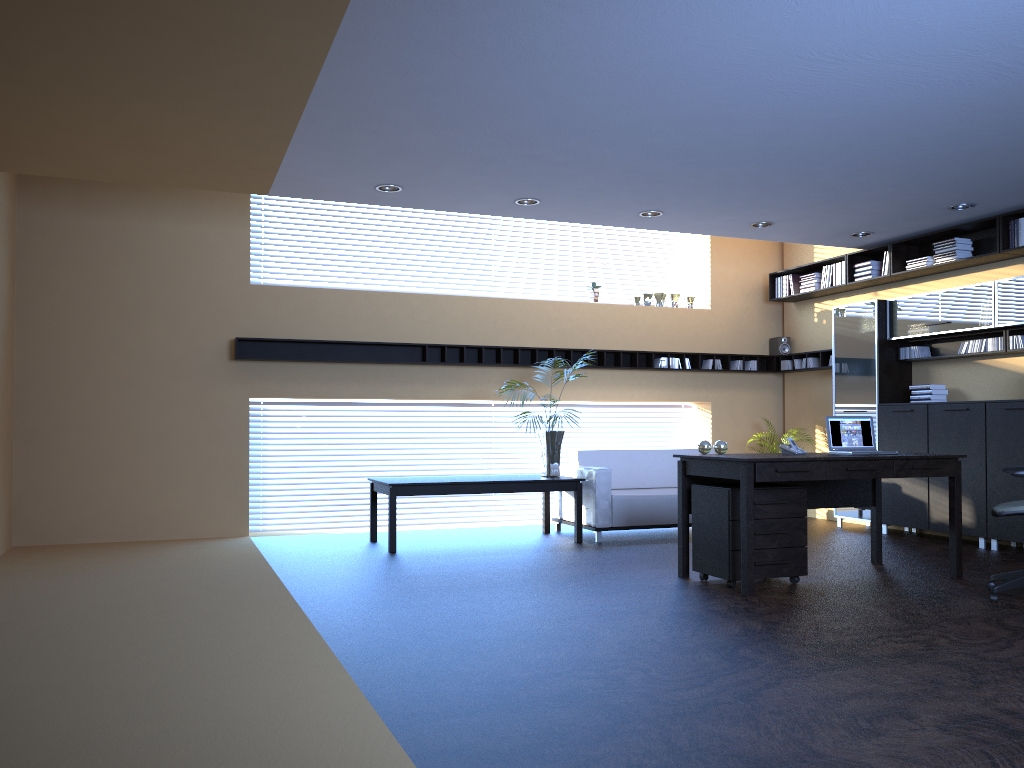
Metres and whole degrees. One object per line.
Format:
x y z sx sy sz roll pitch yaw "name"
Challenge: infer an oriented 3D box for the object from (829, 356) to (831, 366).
3.696 -0.263 10.150 0.142 0.118 0.040 1 -2 -21 "object"

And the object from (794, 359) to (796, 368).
3.480 -0.237 10.710 0.142 0.120 0.030 1 -2 -21 "object"

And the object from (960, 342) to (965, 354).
4.349 -0.342 8.459 0.142 0.112 0.059 1 -2 -21 "object"

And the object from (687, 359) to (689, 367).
2.076 -0.239 10.635 0.026 0.117 0.140 0 -2 -22 "object"

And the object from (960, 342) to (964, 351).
4.350 -0.341 8.471 0.142 0.112 0.059 1 -2 -21 "object"

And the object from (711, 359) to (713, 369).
2.388 -0.234 10.760 0.030 0.120 0.142 0 -2 -21 "object"

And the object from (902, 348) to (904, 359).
4.083 -0.313 9.139 0.142 0.120 0.009 1 -1 -21 "object"

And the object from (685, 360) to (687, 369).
2.048 -0.240 10.620 0.030 0.120 0.142 0 -2 -21 "object"

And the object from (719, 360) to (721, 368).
2.492 -0.232 10.788 0.026 0.117 0.140 0 -2 -21 "object"

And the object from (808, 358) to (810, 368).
3.564 -0.248 10.492 0.142 0.120 0.009 1 -1 -21 "object"

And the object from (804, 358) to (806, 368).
3.544 -0.245 10.543 0.142 0.120 0.030 1 -2 -21 "object"

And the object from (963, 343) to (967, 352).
4.360 -0.343 8.431 0.140 0.110 0.055 1 -2 -21 "object"

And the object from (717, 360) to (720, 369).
2.472 -0.233 10.781 0.030 0.120 0.142 0 -2 -21 "object"

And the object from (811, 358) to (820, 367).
3.588 -0.249 10.429 0.142 0.118 0.040 1 -2 -21 "object"

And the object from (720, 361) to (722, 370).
2.504 -0.231 10.798 0.040 0.118 0.142 0 -2 -21 "object"

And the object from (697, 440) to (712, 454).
1.428 0.469 6.576 0.105 0.105 0.105 0 -2 -2 "object"

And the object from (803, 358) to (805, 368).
3.537 -0.244 10.562 0.142 0.120 0.030 1 -2 -21 "object"

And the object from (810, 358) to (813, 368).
3.583 -0.250 10.443 0.142 0.120 0.030 1 -2 -21 "object"

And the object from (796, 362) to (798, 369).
3.488 -0.238 10.690 0.142 0.120 0.030 1 -2 -21 "object"

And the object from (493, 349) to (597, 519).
0.323 0.613 9.305 1.040 1.858 1.897 0 -2 -1 "object"

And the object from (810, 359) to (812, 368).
3.579 -0.249 10.453 0.142 0.120 0.030 1 -2 -21 "object"

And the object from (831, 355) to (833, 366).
3.709 -0.265 10.117 0.142 0.120 0.030 1 -2 -21 "object"

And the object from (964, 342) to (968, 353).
4.361 -0.344 8.421 0.140 0.110 0.055 1 -2 -21 "object"

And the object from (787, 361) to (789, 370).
3.426 -0.231 10.849 0.142 0.120 0.009 1 -1 -21 "object"

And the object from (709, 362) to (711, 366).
2.360 -0.234 10.747 0.030 0.120 0.142 0 -2 -21 "object"

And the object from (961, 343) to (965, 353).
4.352 -0.342 8.450 0.142 0.112 0.059 1 -2 -21 "object"

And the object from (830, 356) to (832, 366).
3.701 -0.264 10.136 0.142 0.120 0.030 1 -2 -21 "object"

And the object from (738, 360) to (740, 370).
2.746 -0.228 10.888 0.026 0.117 0.140 0 -2 -21 "object"

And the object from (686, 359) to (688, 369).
2.057 -0.240 10.624 0.030 0.120 0.142 0 -2 -21 "object"

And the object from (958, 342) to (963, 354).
4.336 -0.341 8.476 0.142 0.112 0.059 1 -2 -21 "object"

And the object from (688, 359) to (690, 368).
2.090 -0.238 10.638 0.040 0.118 0.142 0 -2 -21 "object"

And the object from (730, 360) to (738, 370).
2.721 -0.227 10.883 0.040 0.118 0.142 0 -2 -21 "object"

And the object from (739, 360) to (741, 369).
2.755 -0.228 10.893 0.030 0.120 0.142 0 -2 -21 "object"

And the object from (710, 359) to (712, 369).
2.370 -0.234 10.749 0.030 0.120 0.142 0 -2 -21 "object"

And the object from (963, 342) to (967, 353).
4.361 -0.343 8.432 0.142 0.112 0.059 1 -2 -21 "object"

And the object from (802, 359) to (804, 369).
3.528 -0.242 10.586 0.142 0.118 0.040 1 -2 -21 "object"

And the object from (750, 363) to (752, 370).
2.923 -0.225 10.962 0.009 0.120 0.142 0 -2 -21 "object"

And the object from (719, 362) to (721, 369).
2.490 -0.232 10.792 0.030 0.120 0.142 0 -2 -21 "object"

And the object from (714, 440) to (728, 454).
1.547 0.468 6.568 0.105 0.105 0.105 0 -2 -2 "object"

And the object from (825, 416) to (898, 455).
2.575 0.376 6.536 0.390 0.282 0.323 0 -2 -11 "object"

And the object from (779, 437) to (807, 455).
2.051 0.452 6.466 0.130 0.126 0.146 1 -3 -36 "object"

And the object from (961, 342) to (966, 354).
4.353 -0.343 8.439 0.140 0.110 0.055 1 -2 -21 "object"

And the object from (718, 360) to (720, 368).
2.481 -0.232 10.788 0.030 0.120 0.142 0 -2 -21 "object"

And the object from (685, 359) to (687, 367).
2.049 -0.240 10.618 0.026 0.117 0.140 0 -2 -21 "object"

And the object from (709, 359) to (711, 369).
2.360 -0.234 10.745 0.026 0.117 0.140 0 -2 -21 "object"

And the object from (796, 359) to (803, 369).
3.493 -0.238 10.676 0.142 0.118 0.040 1 -2 -21 "object"

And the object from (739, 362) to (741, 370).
2.766 -0.228 10.895 0.030 0.120 0.142 0 -2 -21 "object"

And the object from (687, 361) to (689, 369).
2.066 -0.239 10.630 0.030 0.120 0.142 0 -2 -21 "object"

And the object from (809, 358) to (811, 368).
3.575 -0.249 10.463 0.142 0.120 0.030 1 -2 -21 "object"

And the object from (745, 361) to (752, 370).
2.902 -0.224 10.948 0.040 0.118 0.142 0 -2 -21 "object"

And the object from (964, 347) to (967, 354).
4.368 -0.344 8.424 0.142 0.112 0.059 1 -2 -21 "object"

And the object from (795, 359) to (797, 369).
3.484 -0.237 10.700 0.142 0.120 0.030 1 -2 -21 "object"

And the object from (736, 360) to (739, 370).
2.734 -0.228 10.890 0.030 0.120 0.142 0 -2 -22 "object"

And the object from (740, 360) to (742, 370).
2.784 -0.227 10.905 0.009 0.120 0.142 0 -2 -21 "object"

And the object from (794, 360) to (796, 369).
3.476 -0.236 10.719 0.142 0.120 0.030 1 -2 -21 "object"

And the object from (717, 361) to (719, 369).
2.461 -0.233 10.780 0.030 0.120 0.142 0 -2 -21 "object"

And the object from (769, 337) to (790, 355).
3.349 -0.464 11.077 0.159 0.229 0.254 0 -2 -11 "object"

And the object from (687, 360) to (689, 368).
2.074 -0.239 10.637 0.030 0.120 0.142 0 -2 -22 "object"

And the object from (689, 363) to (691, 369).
2.091 -0.238 10.638 0.036 0.116 0.140 0 -2 -21 "object"

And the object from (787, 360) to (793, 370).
3.435 -0.230 10.826 0.142 0.118 0.040 1 -2 -21 "object"
